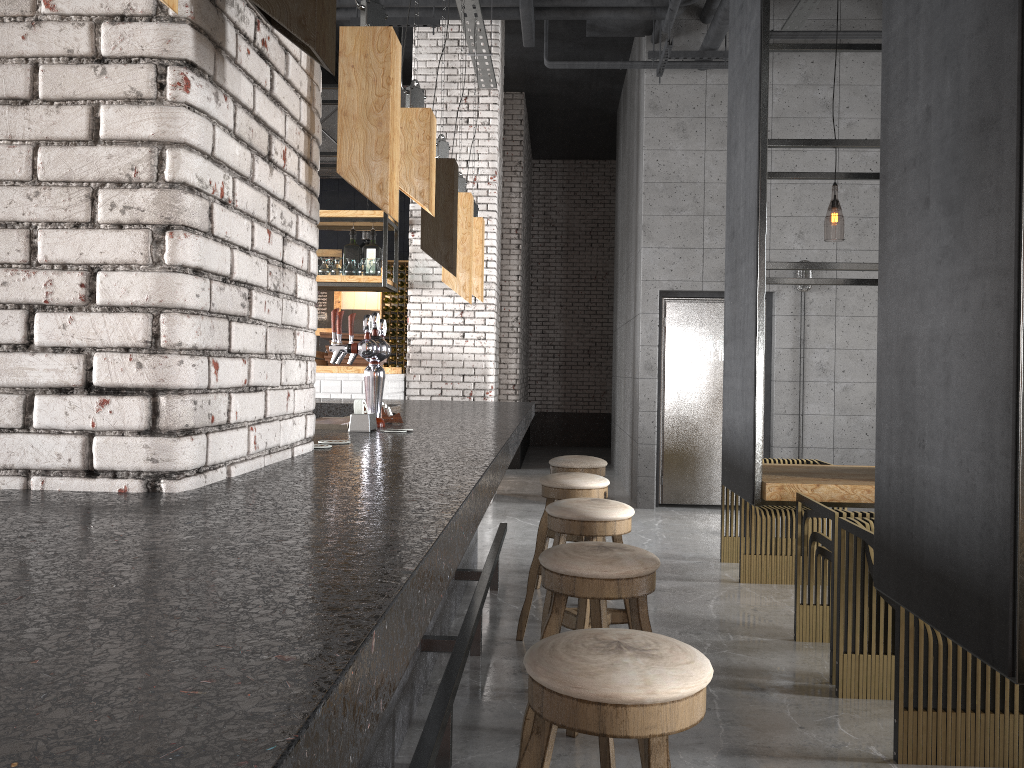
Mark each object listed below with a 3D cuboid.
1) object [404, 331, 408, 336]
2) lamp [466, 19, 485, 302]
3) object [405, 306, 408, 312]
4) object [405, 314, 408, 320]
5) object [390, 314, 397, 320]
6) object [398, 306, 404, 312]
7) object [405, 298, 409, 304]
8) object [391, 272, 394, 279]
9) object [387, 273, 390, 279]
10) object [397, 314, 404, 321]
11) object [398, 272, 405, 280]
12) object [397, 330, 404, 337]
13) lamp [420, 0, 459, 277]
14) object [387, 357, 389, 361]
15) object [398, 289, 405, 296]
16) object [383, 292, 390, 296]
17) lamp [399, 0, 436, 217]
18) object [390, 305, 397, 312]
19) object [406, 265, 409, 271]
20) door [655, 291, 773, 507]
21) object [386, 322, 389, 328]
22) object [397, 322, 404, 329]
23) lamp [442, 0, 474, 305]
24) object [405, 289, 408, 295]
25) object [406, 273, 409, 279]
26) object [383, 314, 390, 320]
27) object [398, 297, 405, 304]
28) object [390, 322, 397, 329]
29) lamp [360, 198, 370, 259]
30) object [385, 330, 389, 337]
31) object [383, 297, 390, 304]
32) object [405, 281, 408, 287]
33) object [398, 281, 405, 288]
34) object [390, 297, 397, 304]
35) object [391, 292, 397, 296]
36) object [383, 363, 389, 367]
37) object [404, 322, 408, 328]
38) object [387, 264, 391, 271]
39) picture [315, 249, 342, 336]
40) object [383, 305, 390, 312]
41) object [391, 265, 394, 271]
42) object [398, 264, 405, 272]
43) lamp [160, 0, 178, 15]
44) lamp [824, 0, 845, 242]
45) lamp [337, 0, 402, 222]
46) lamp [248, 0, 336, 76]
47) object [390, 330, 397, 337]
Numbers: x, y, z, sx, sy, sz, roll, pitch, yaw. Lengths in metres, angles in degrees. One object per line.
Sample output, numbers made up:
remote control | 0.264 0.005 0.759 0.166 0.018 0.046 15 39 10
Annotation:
object | -1.330 -0.643 11.306 0.079 0.079 0.283 1 1 3
lamp | -0.209 -1.215 4.775 0.127 1.547 0.127 1 0 3
object | -1.323 -0.959 11.327 0.079 0.079 0.283 1 1 3
object | -1.326 -0.853 11.307 0.079 0.079 0.283 1 1 3
object | -1.515 -0.857 11.316 0.079 0.079 0.283 1 1 3
object | -1.418 -0.960 11.312 0.079 0.079 0.283 1 1 3
object | -1.322 -1.064 11.308 0.079 0.079 0.283 1 1 3
object | -1.506 -1.382 11.296 0.079 0.079 0.283 1 1 3
object | -1.599 -1.385 11.339 0.079 0.079 0.283 1 1 3
object | -1.421 -0.855 11.292 0.079 0.079 0.283 1 1 3
object | -1.412 -1.381 11.296 0.079 0.079 0.283 1 1 3
object | -1.425 -0.645 11.301 0.079 0.079 0.283 1 1 3
lamp | -0.274 -1.197 3.475 0.127 1.547 0.127 1 0 3
object | -1.619 -0.333 11.317 0.079 0.079 0.281 1 1 3
object | -1.414 -1.171 11.333 0.079 0.079 0.283 1 1 3
object | -1.602 -1.174 11.339 0.079 0.079 0.283 1 1 3
lamp | -0.305 -1.252 2.826 0.127 1.420 0.127 1 0 3
object | -1.514 -0.962 11.294 0.079 0.079 0.283 1 1 3
object | -1.314 -1.484 11.330 0.079 0.079 0.283 1 1 3
door | 1.935 0.157 8.592 1.120 2.103 0.158 1 0 3
object | -1.611 -0.754 11.320 0.079 0.079 0.283 1 1 3
object | -1.421 -0.750 11.326 0.079 0.079 0.283 1 1 3
lamp | -0.242 -1.176 4.125 0.127 1.607 0.127 1 0 3
object | -1.321 -1.169 11.286 0.079 0.079 0.283 1 1 3
object | -1.316 -1.379 11.310 0.079 0.079 0.283 1 1 3
object | -1.608 -0.859 11.337 0.079 0.079 0.283 1 1 3
object | -1.416 -1.066 11.328 0.079 0.079 0.283 1 1 3
object | -1.516 -0.752 11.336 0.079 0.079 0.283 1 1 3
lamp | -1.846 -1.958 11.299 0.390 0.937 0.390 1 0 5
object | -1.614 -0.648 11.297 0.079 0.079 0.283 1 1 3
object | -1.605 -1.069 11.322 0.079 0.079 0.283 1 1 3
object | -1.318 -1.274 11.309 0.079 0.079 0.283 1 1 3
object | -1.412 -1.276 11.329 0.079 0.079 0.283 1 1 3
object | -1.512 -1.067 11.298 0.079 0.079 0.283 1 1 3
object | -1.509 -1.172 11.318 0.079 0.079 0.283 1 1 3
object | -1.620 -0.228 11.332 0.079 0.079 0.281 1 1 3
object | -1.329 -0.748 11.283 0.079 0.079 0.283 1 1 3
object | -1.598 -1.489 11.306 0.079 0.079 0.283 1 1 3
picture | -2.729 -1.203 11.662 0.980 1.142 0.020 1 0 3
object | -1.607 -0.964 11.313 0.079 0.079 0.283 1 1 3
object | -1.502 -1.488 11.336 0.079 0.079 0.283 1 1 3
object | -1.409 -1.486 11.315 0.079 0.079 0.283 1 1 3
lamp | -0.404 -1.162 0.876 0.127 1.547 0.127 1 0 3
lamp | 1.801 -1.594 4.923 0.108 1.599 0.108 1 0 35
lamp | -0.339 -1.179 2.176 0.127 1.547 0.127 1 0 3
lamp | -0.370 -1.246 1.527 0.127 1.395 0.127 1 0 3
object | -1.518 -0.647 11.315 0.079 0.079 0.283 1 1 3
